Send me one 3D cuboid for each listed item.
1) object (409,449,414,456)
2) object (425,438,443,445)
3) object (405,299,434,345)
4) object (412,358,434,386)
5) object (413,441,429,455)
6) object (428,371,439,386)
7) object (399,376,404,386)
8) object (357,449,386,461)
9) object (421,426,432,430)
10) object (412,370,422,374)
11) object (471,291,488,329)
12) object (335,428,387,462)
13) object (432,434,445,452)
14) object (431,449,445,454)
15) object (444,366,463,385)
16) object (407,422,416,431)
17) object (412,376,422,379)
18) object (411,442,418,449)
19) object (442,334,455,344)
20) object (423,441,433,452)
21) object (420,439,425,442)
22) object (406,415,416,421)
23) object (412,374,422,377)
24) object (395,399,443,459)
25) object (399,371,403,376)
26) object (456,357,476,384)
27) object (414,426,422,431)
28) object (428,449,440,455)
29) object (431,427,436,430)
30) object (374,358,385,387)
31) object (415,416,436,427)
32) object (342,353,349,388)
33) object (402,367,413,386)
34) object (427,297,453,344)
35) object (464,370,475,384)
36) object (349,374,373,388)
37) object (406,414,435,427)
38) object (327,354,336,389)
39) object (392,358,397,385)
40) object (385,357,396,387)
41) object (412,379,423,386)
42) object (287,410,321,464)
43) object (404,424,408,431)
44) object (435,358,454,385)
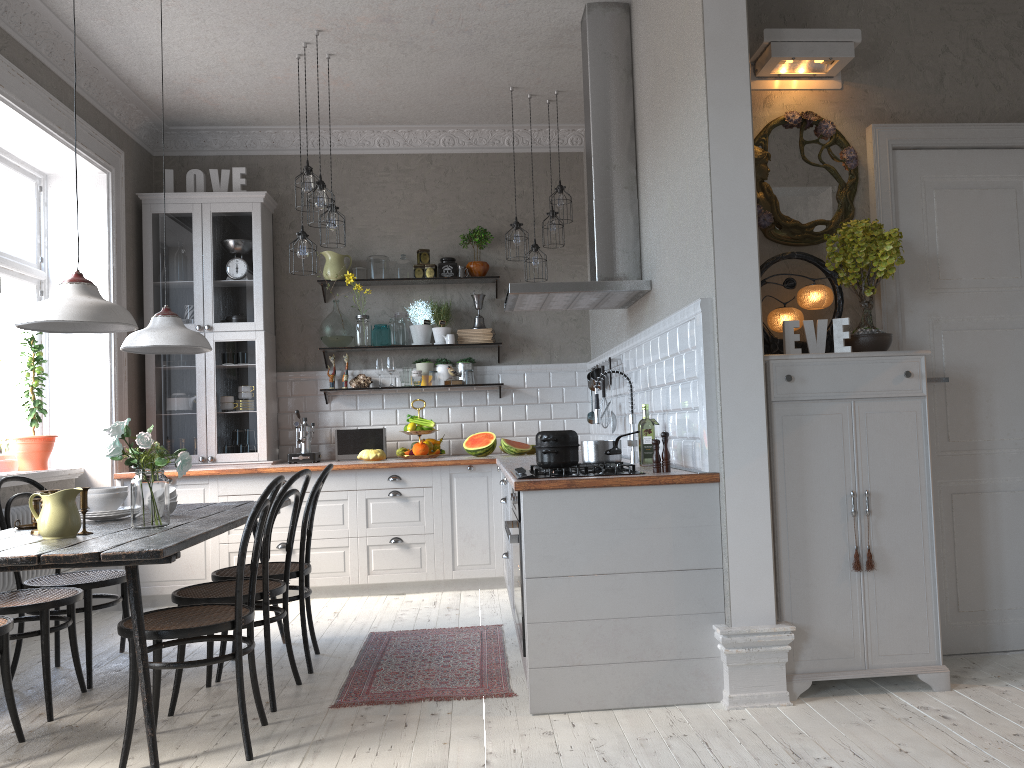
[{"bbox_3d":[-0.710,0.494,6.285,0.071,0.076,0.226,-1,-3,-21],"label":"object"},{"bbox_3d":[-0.559,0.415,6.326,0.128,0.056,0.059,-2,-3,-12],"label":"object"},{"bbox_3d":[-0.659,-0.453,6.563,0.242,0.354,0.236,-3,-3,14],"label":"object"},{"bbox_3d":[-0.659,-0.089,6.549,0.159,0.217,0.153,-1,-3,-24],"label":"object"},{"bbox_3d":[-0.637,0.450,6.170,0.115,0.110,0.109,0,-3,-36],"label":"object"},{"bbox_3d":[-0.574,-0.040,6.482,0.078,0.108,0.077,-2,-3,-10],"label":"object"},{"bbox_3d":[-0.791,-0.017,6.526,0.077,0.083,0.078,-3,-3,14],"label":"object"},{"bbox_3d":[-0.964,0.489,6.098,0.197,0.083,0.188,-2,-3,-3],"label":"object"},{"bbox_3d":[-0.609,0.327,6.283,0.077,0.062,0.098,0,-3,-31],"label":"object"},{"bbox_3d":[-0.688,-0.070,6.419,0.078,0.051,0.076,-1,-3,-18],"label":"object"},{"bbox_3d":[-0.246,-0.543,6.575,0.132,0.287,0.129,-1,-3,-19],"label":"object"},{"bbox_3d":[-1.072,0.431,6.295,0.353,0.226,0.088,-2,-3,-5],"label":"object"},{"bbox_3d":[-0.531,0.421,6.321,0.060,0.120,0.127,-3,-3,20],"label":"object"},{"bbox_3d":[-0.572,0.482,6.364,0.213,0.044,0.055,-4,-3,34],"label":"object"},{"bbox_3d":[-0.424,-0.062,6.488,0.121,0.147,0.098,0,-3,-36],"label":"object"},{"bbox_3d":[-0.704,0.304,6.226,0.058,0.069,0.080,-3,-3,16],"label":"object"},{"bbox_3d":[-0.687,-0.028,6.417,0.078,0.051,0.076,-2,-3,-11],"label":"object"},{"bbox_3d":[-0.669,0.450,6.364,0.078,0.076,0.156,-3,-3,23],"label":"object"},{"bbox_3d":[-0.450,-0.325,6.459,0.104,0.071,0.063,-3,-3,26],"label":"object"},{"bbox_3d":[-0.600,0.441,6.249,0.087,0.078,0.089,-3,-3,23],"label":"object"},{"bbox_3d":[-0.638,0.438,6.361,0.086,0.093,0.086,-2,-3,-8],"label":"object"},{"bbox_3d":[-0.713,0.242,6.277,0.074,0.058,0.050,-1,-3,-27],"label":"object"},{"bbox_3d":[-0.687,-0.045,6.418,0.076,0.051,0.078,-3,-3,15],"label":"object"},{"bbox_3d":[-0.659,0.319,6.300,0.357,0.425,0.347,-1,-3,-19],"label":"object"},{"bbox_3d":[-0.792,-0.050,6.528,0.077,0.083,0.078,-3,-3,14],"label":"object"},{"bbox_3d":[-0.338,-0.093,6.593,0.159,0.213,0.152,-2,-3,-6],"label":"object"},{"bbox_3d":[-0.663,0.326,6.244,0.064,0.061,0.066,-2,-3,-4],"label":"object"},{"bbox_3d":[-0.549,0.485,6.243,0.088,0.051,0.069,-5,-4,44],"label":"object"},{"bbox_3d":[-0.569,0.325,6.316,0.052,0.050,0.049,-2,-3,5],"label":"object"},{"bbox_3d":[-0.970,-0.078,6.500,0.083,0.217,0.081,-1,-3,-18],"label":"object"},{"bbox_3d":[-0.620,0.273,6.347,0.179,0.096,0.089,-3,-3,16],"label":"object"},{"bbox_3d":[-1.210,-0.092,6.464,0.052,0.264,0.062,-4,-3,32],"label":"object"},{"bbox_3d":[-0.758,-0.050,6.455,0.080,0.139,0.077,0,-3,-31],"label":"object"},{"bbox_3d":[-0.524,-0.472,6.523,0.188,0.380,0.166,0,-4,-43],"label":"object"},{"bbox_3d":[-0.313,-0.050,6.479,0.078,0.108,0.077,-2,-3,-10],"label":"object"},{"bbox_3d":[-1.103,-0.022,6.445,0.180,0.111,0.094,-1,-3,-27],"label":"object"},{"bbox_3d":[-0.645,0.261,6.277,0.210,0.101,0.067,-2,-3,2],"label":"object"},{"bbox_3d":[-1.316,-0.088,6.471,0.054,0.264,0.060,0,-3,-33],"label":"object"},{"bbox_3d":[-0.883,-0.082,6.503,0.083,0.217,0.081,-1,-3,-18],"label":"object"},{"bbox_3d":[-0.877,-0.086,6.414,0.083,0.217,0.081,-1,-3,-18],"label":"object"},{"bbox_3d":[-0.686,-0.010,6.416,0.078,0.051,0.076,-2,-3,-11],"label":"object"},{"bbox_3d":[-1.460,0.368,6.177,0.206,0.370,0.352,-2,-3,-3],"label":"object"},{"bbox_3d":[-0.722,0.324,6.299,0.097,0.078,0.100,-1,-3,-17],"label":"object"},{"bbox_3d":[-0.503,-0.089,6.571,0.170,0.214,0.150,-3,-3,26],"label":"object"}]
